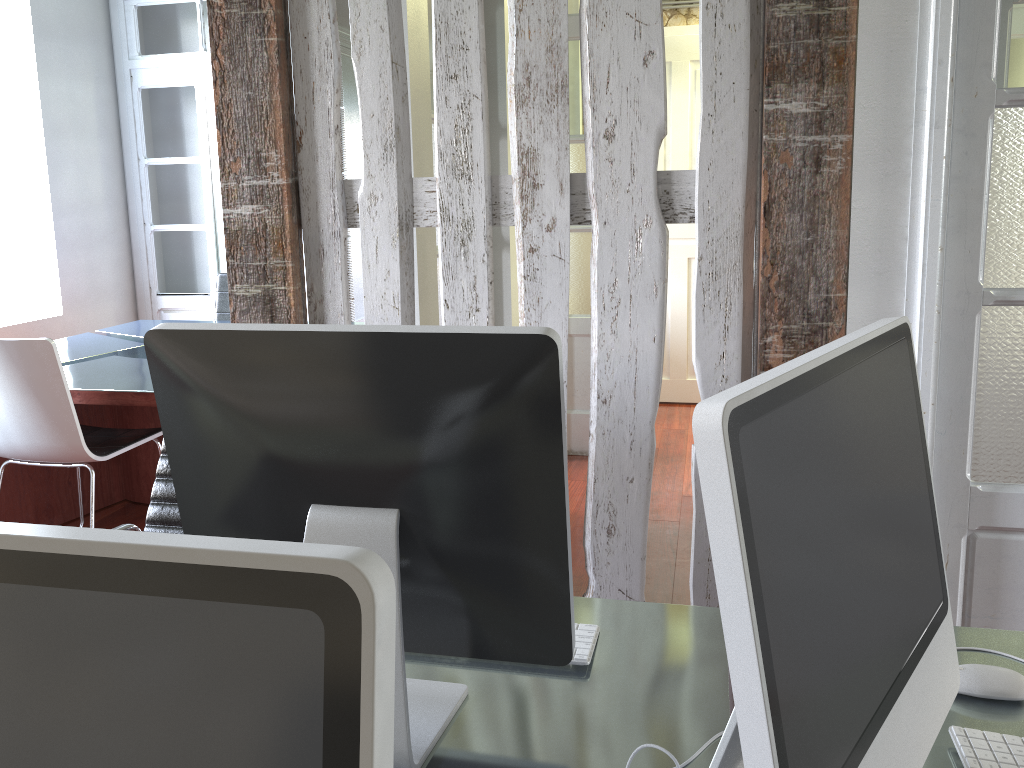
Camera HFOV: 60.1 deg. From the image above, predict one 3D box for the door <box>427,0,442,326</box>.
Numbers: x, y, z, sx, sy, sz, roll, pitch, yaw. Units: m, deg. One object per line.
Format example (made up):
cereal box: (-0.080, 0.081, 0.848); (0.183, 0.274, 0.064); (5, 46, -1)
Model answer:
door: (-0.214, -0.400, 3.081); (0.041, 2.160, 1.067); (1, 10, 13)

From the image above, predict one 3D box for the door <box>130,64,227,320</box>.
door: (-1.915, -0.949, 5.766); (1.160, 2.162, 0.041); (1, 10, 13)

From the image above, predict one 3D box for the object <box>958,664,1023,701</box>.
object: (0.583, 0.366, 1.096); (0.106, 0.028, 0.059); (1, 12, 11)

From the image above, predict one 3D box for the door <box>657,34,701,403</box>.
door: (1.024, -0.972, 5.405); (0.869, 2.198, 0.146); (1, 10, 13)

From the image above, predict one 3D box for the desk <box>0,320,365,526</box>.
desk: (-1.646, 0.147, 4.251); (1.445, 0.648, 1.729); (1, 12, 13)

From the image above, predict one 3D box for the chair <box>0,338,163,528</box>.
chair: (-1.634, 0.234, 3.270); (0.475, 0.911, 0.607); (1, 11, 13)

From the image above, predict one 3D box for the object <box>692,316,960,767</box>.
object: (0.289, 0.206, 0.812); (0.190, 0.480, 0.487); (6, 13, 37)

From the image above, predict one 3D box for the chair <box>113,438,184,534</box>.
chair: (-0.616, 0.494, 1.739); (0.665, 1.014, 0.706); (0, 10, 7)

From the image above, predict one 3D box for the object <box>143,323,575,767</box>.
object: (-0.179, 0.171, 1.019); (0.484, 0.481, 0.191); (1, 10, 13)

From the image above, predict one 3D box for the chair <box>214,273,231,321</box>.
chair: (-1.566, -0.136, 4.945); (0.475, 0.911, 0.607); (1, 11, 13)

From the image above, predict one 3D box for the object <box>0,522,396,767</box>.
object: (-0.283, 0.301, 0.442); (0.484, 0.481, 0.191); (1, 10, 13)

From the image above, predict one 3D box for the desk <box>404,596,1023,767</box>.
desk: (-0.505, 0.816, 0.919); (2.507, 0.721, 1.313); (1, 12, 13)

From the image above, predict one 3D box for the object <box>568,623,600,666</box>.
object: (-0.100, 0.353, 1.266); (0.439, 0.017, 0.120); (1, 13, 13)

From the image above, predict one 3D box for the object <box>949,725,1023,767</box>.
object: (0.505, 0.443, 0.783); (0.118, 0.017, 0.443); (1, 13, 12)

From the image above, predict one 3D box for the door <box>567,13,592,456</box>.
door: (0.230, -0.799, 4.850); (0.482, 2.162, 1.198); (-4, 10, -13)
